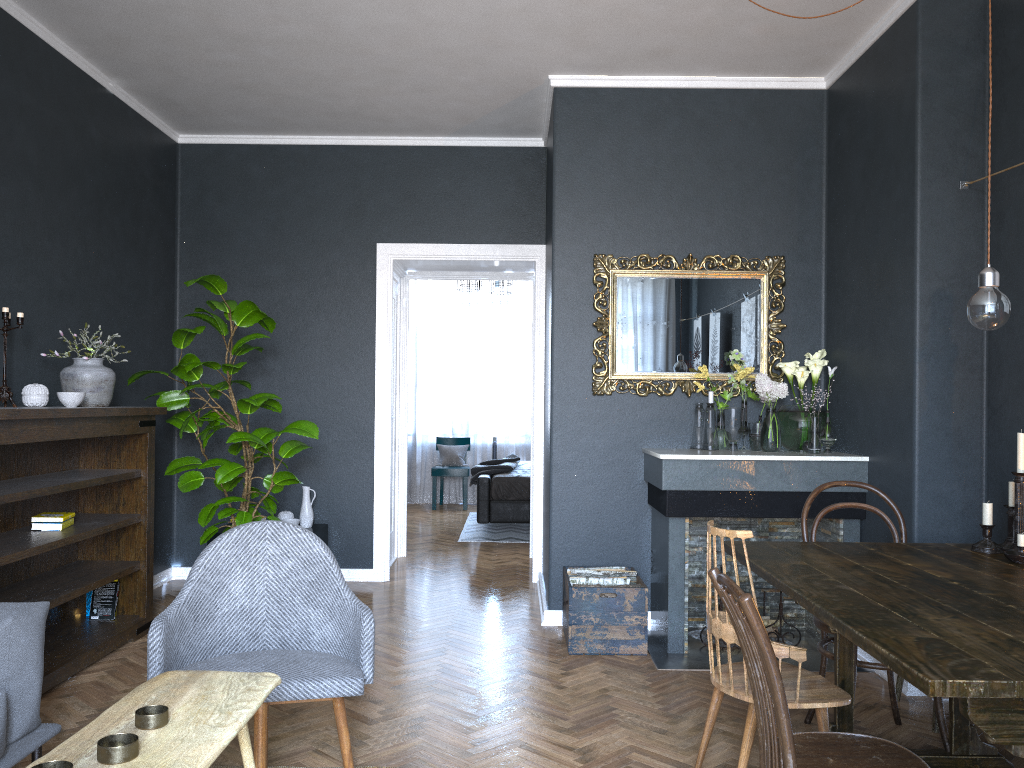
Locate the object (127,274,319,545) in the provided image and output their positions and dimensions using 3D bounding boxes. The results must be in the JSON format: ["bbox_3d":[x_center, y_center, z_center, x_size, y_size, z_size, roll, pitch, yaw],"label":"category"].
[{"bbox_3d":[-1.615,0.359,4.980,1.118,1.898,0.764,1,0,-6],"label":"object"}]

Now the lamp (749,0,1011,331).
[{"bbox_3d":[0.735,-0.940,2.573,1.590,1.574,0.583,0,-1,31],"label":"lamp"}]

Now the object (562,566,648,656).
[{"bbox_3d":[0.464,1.148,4.538,0.383,0.326,0.552,1,-1,0],"label":"object"}]

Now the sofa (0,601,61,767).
[{"bbox_3d":[-1.820,0.828,1.585,0.970,0.798,2.340,1,-1,0],"label":"sofa"}]

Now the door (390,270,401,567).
[{"bbox_3d":[-0.921,0.245,6.484,0.162,2.186,0.857,1,0,0],"label":"door"}]

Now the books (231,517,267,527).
[{"bbox_3d":[-1.697,0.894,5.732,0.214,0.066,0.162,1,-1,-4],"label":"books"}]

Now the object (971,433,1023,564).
[{"bbox_3d":[1.671,0.358,2.924,0.223,0.419,0.368,1,-1,1],"label":"object"}]

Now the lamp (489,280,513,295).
[{"bbox_3d":[-0.102,-1.230,8.279,0.210,0.769,0.210,1,0,14],"label":"lamp"}]

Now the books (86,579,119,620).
[{"bbox_3d":[-2.090,1.103,4.537,0.179,0.193,0.122,1,-1,4],"label":"books"}]

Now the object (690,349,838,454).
[{"bbox_3d":[1.321,0.079,4.621,0.727,0.547,0.474,1,-1,3],"label":"object"}]

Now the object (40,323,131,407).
[{"bbox_3d":[-2.038,-0.095,4.251,0.385,0.412,0.275,1,-1,-22],"label":"object"}]

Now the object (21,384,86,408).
[{"bbox_3d":[-2.021,0.052,3.914,0.255,0.104,0.118,1,-1,-35],"label":"object"}]

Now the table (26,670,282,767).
[{"bbox_3d":[-0.720,0.970,1.790,0.339,0.550,0.788,1,-1,0],"label":"table"}]

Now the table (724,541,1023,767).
[{"bbox_3d":[1.304,0.913,2.377,1.126,0.727,1.604,1,-1,0],"label":"table"}]

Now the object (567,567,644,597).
[{"bbox_3d":[0.469,1.072,4.539,0.370,0.247,0.533,1,-1,0],"label":"object"}]

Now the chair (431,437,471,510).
[{"bbox_3d":[-0.694,1.020,10.206,0.435,0.798,0.592,1,-1,0],"label":"chair"}]

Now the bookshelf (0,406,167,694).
[{"bbox_3d":[-2.054,0.685,3.715,0.451,1.172,1.919,1,-1,0],"label":"bookshelf"}]

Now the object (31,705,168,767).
[{"bbox_3d":[-0.744,0.677,1.657,0.103,0.033,0.369,0,-1,11],"label":"object"}]

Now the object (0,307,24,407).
[{"bbox_3d":[-2.168,-0.120,3.760,0.145,0.437,0.130,0,0,36],"label":"object"}]

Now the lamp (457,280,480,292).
[{"bbox_3d":[-0.418,-1.260,8.570,0.210,0.714,0.210,1,0,14],"label":"lamp"}]

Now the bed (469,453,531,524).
[{"bbox_3d":[0.780,0.825,8.744,2.375,1.161,2.266,1,-1,0],"label":"bed"}]

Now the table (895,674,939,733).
[{"bbox_3d":[1.752,1.147,3.476,0.364,0.317,0.369,1,-1,0],"label":"table"}]

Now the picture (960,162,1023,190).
[{"bbox_3d":[1.894,-0.521,1.525,0.058,0.771,4.458,1,-1,0],"label":"picture"}]

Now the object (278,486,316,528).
[{"bbox_3d":[-1.424,0.795,5.731,0.228,0.268,0.229,0,-1,34],"label":"object"}]

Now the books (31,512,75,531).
[{"bbox_3d":[-2.085,0.654,4.073,0.174,0.113,0.197,1,-1,-11],"label":"books"}]

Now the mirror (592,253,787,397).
[{"bbox_3d":[0.964,-0.319,4.832,1.056,0.784,0.067,1,0,0],"label":"mirror"}]

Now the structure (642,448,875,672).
[{"bbox_3d":[1.199,0.838,4.457,1.065,0.981,0.834,1,-1,0],"label":"structure"}]

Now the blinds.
[{"bbox_3d":[-0.125,0.035,10.621,3.992,2.788,0.312,1,0,0],"label":"blinds"}]

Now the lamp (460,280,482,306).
[{"bbox_3d":[-0.414,-1.201,8.959,0.210,0.804,0.210,1,0,14],"label":"lamp"}]

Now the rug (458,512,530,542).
[{"bbox_3d":[0.260,1.399,8.710,1.458,0.013,2.045,1,-1,0],"label":"rug"}]

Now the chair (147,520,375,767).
[{"bbox_3d":[-0.772,0.855,2.722,0.645,0.811,0.495,1,-1,-22],"label":"chair"}]

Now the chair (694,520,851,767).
[{"bbox_3d":[0.770,0.854,2.693,0.384,0.856,0.456,1,-1,-15],"label":"chair"}]

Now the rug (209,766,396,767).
[{"bbox_3d":[-0.550,1.247,1.923,1.003,0.013,2.011,1,-1,0],"label":"rug"}]

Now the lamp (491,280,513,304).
[{"bbox_3d":[-0.102,-1.220,9.266,0.210,0.747,0.210,1,0,14],"label":"lamp"}]

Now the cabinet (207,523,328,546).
[{"bbox_3d":[-1.557,1.122,5.697,0.650,0.390,0.456,1,-1,0],"label":"cabinet"}]

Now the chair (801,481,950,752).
[{"bbox_3d":[1.307,0.834,3.219,0.438,0.920,0.549,1,-1,3],"label":"chair"}]

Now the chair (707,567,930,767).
[{"bbox_3d":[0.713,0.853,2.040,0.467,0.820,0.363,1,0,0],"label":"chair"}]
